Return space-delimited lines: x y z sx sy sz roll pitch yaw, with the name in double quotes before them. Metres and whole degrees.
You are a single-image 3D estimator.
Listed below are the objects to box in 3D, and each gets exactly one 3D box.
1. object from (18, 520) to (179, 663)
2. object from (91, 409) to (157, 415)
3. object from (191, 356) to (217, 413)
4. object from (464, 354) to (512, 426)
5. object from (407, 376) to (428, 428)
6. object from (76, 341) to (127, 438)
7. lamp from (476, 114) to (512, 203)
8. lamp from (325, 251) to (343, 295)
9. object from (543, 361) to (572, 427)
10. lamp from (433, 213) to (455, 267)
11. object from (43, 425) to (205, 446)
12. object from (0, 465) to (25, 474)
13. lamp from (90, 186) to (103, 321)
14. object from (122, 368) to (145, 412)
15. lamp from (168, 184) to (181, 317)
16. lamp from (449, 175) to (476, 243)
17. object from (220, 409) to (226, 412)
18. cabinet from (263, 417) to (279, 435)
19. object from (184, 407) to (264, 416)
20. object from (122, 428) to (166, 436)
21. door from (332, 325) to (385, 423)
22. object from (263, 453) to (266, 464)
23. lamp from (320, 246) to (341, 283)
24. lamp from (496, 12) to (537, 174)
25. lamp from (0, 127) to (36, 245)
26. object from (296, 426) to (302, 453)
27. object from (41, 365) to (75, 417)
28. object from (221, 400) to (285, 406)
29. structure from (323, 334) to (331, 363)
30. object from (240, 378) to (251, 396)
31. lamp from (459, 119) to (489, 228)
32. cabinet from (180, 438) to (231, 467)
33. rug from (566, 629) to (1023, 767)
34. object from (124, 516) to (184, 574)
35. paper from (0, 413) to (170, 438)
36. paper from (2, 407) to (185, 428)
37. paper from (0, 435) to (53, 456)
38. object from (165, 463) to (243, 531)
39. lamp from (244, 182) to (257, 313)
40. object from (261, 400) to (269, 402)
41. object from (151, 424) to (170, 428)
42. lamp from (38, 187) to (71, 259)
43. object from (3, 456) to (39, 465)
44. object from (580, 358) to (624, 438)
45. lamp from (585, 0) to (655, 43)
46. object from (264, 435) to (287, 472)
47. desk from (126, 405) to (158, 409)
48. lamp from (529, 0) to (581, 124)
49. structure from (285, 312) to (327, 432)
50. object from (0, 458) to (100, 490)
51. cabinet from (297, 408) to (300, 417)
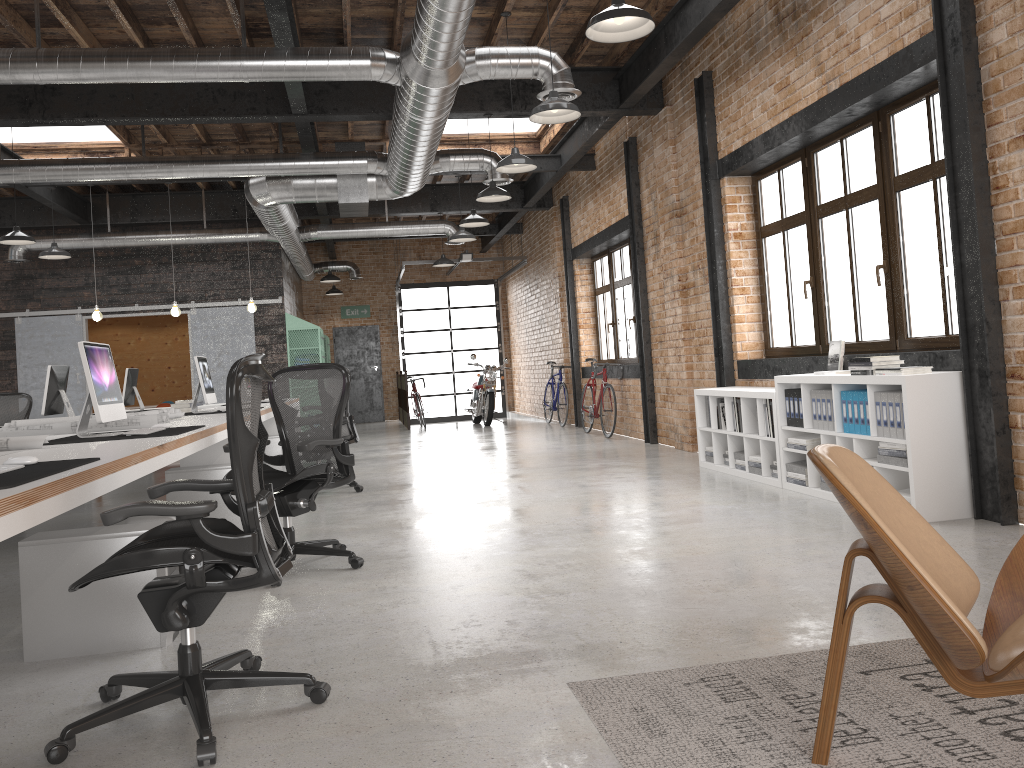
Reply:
"object" -1.612 0.807 3.506 0.541 0.455 0.220 -4 -1 -10
"object" -4.359 0.319 9.932 0.687 0.008 0.847 -4 1 -11
"object" -2.668 0.004 7.644 0.190 0.486 0.483 -4 0 -10
"object" -0.505 0.100 16.660 0.814 1.361 2.172 -3 0 -22
"object" -1.856 0.357 17.326 0.410 1.034 1.732 -4 0 -3
"object" -2.146 0.027 4.597 0.190 0.486 0.483 -4 0 -10
"lamp" -0.214 -2.302 8.991 0.361 0.857 0.362 -4 -1 13
"lamp" -3.649 -2.487 18.001 0.362 1.340 0.361 -3 -2 -32
"object" 0.692 0.146 14.383 0.402 1.041 1.735 -3 0 -15
"lamp" -1.132 -2.344 14.351 0.362 0.857 0.361 -3 -2 -32
"object" -2.017 0.265 4.602 0.687 0.008 0.847 -4 1 -9
"object" -1.560 0.261 2.575 0.118 0.017 0.438 -4 1 -10
"lamp" -5.155 -1.611 10.919 0.123 1.681 0.123 -3 -2 -12
"object" -4.261 0.066 9.955 0.190 0.486 0.483 -4 0 -10
"lamp" -4.250 -1.675 11.076 0.123 1.681 0.123 -3 -2 -12
"lamp" -0.679 -2.324 11.705 0.362 0.857 0.361 -4 -1 8
"object" -2.429 0.221 7.650 0.118 0.017 0.438 -4 1 -10
"cabinet" -2.616 0.664 9.324 0.460 0.649 0.387 -4 -1 -10
"object" -2.542 0.241 7.667 0.687 0.008 0.847 -4 1 -10
"object" -1.907 0.245 4.602 0.118 0.017 0.438 -4 1 -10
"door" -3.323 -0.207 19.215 0.998 2.102 0.217 -4 -2 -10
"object" -2.063 0.764 6.990 0.250 0.466 0.338 -4 -1 -10
"lamp" -3.232 -2.468 15.569 0.362 1.340 0.361 -3 -2 -32
"lamp" -0.008 -2.545 7.697 0.362 1.365 0.361 -3 -2 -37
"lamp" -5.433 -2.219 9.667 0.362 1.365 0.361 -4 -2 -2
"object" -2.914 0.748 11.106 0.541 0.455 0.220 -4 -1 -10
"object" -3.845 0.085 7.524 0.190 0.486 0.483 -4 0 -10
"object" -3.009 0.220 10.392 0.687 0.008 0.847 -4 1 -11
"structure" -3.880 -0.140 17.686 0.557 2.103 1.116 -4 -1 -10
"object" -3.134 -0.018 10.370 0.190 0.486 0.483 -4 0 -10
"lamp" -0.492 -2.567 10.526 0.362 1.365 0.361 -4 -2 -2
"cabinet" -2.116 0.687 6.406 0.460 0.649 0.387 -4 -1 -10
"rug" 1.763 0.846 1.507 2.730 0.004 2.993 -4 1 -10
"object" -1.535 0.788 3.903 0.250 0.466 0.338 -4 -1 -10
"paper" -2.637 0.258 5.252 1.135 0.083 0.083 -4 0 -15
"paper" -3.115 0.266 6.580 1.073 0.105 0.977 -3 2 45
"paper" -2.430 0.280 3.436 0.976 0.105 1.074 -4 1 -12
"object" -2.045 0.787 6.032 0.541 0.455 0.220 -4 -1 -10
"lamp" -3.345 -1.738 11.234 0.123 1.681 0.123 -3 -2 -12
"object" -2.896 0.200 10.375 0.118 0.017 0.438 -4 1 -10
"object" -1.956 0.235 4.926 0.106 0.028 0.059 -4 1 -11
"lamp" -5.619 -1.976 10.846 0.362 0.857 0.361 -4 -1 8
"object" -1.609 0.251 2.899 0.106 0.028 0.059 -4 1 -9
"object" 1.127 0.166 11.838 0.402 1.041 1.735 -3 0 -15
"lamp" 0.517 -2.521 4.632 0.362 1.365 0.361 -4 -2 8
"object" -2.552 0.764 8.997 0.541 0.455 0.220 -4 -1 -10
"desk" -5.996 0.722 15.891 2.000 0.732 0.997 -4 0 -9
"lamp" 0.271 -2.280 6.161 0.362 0.857 0.361 -4 -1 8
"structure" -3.362 -0.117 14.661 0.557 2.103 1.116 -4 -1 -10
"object" -1.669 0.281 2.567 0.687 0.008 0.847 -4 1 -10
"cabinet" -2.977 0.648 11.434 0.460 0.649 0.387 -4 -1 -10
